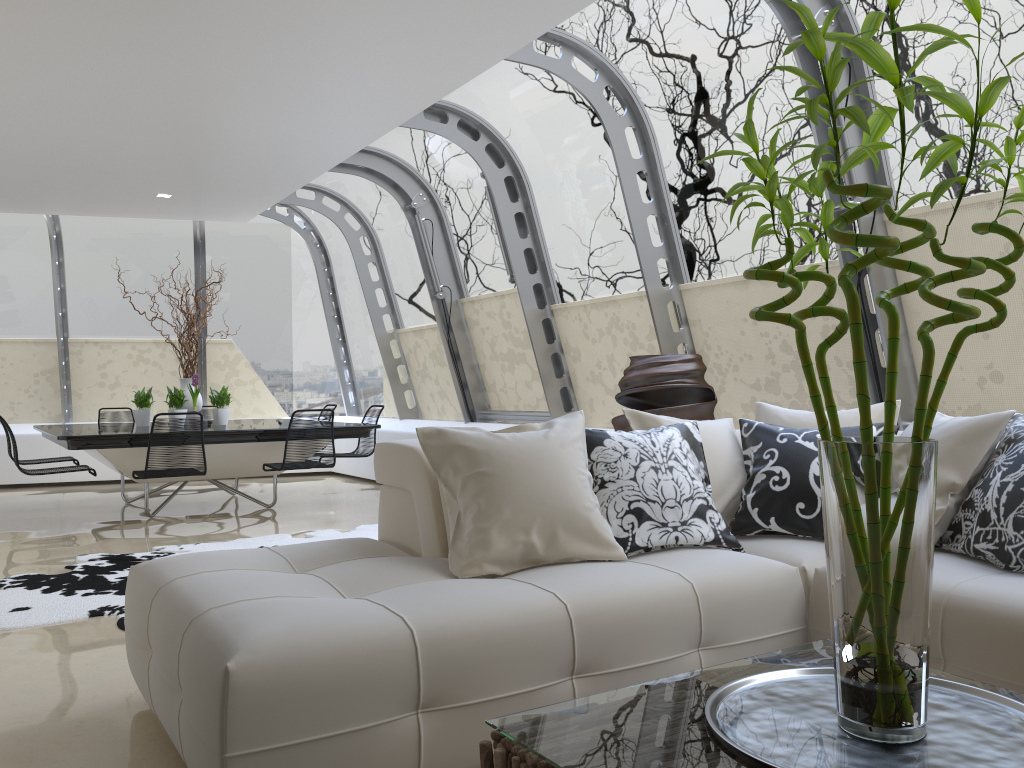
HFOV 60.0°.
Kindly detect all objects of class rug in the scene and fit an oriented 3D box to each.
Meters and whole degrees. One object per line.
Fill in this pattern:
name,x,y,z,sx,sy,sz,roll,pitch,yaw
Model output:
rug,-1.414,1.092,5.195,3.220,0.008,2.705,-1,0,-32

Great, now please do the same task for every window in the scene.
window,-5.593,-0.292,3.382,16.693,3.674,16.171,-1,0,-25

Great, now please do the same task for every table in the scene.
table,0.587,0.829,1.533,1.007,0.448,0.923,-1,0,-31
table,-2.944,0.761,8.242,2.494,0.759,3.031,-1,0,-32

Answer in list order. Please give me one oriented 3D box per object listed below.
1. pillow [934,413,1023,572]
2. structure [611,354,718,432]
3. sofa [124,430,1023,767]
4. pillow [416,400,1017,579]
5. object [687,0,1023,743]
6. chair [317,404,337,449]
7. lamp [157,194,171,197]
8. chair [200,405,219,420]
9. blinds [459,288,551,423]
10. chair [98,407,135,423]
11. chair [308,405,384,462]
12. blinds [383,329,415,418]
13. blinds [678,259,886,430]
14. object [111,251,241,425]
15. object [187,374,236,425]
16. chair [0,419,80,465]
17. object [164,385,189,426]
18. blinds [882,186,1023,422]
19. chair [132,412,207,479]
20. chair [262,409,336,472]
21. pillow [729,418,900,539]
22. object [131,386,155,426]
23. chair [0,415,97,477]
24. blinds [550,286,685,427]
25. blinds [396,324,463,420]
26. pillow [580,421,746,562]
pillow,1.622,0.334,2.750,0.382,0.467,0.608,-1,0,-12
structure,0.892,0.457,5.145,0.674,1.258,0.672,-1,-1,35
sofa,1.113,0.606,2.151,3.257,0.866,4.169,-1,0,-32
pillow,1.453,0.324,2.764,3.322,0.530,1.656,-1,0,29
object,0.671,-0.156,1.625,0.673,1.546,0.584,-1,0,7
chair,-2.242,0.483,9.487,0.688,0.519,0.446,-1,0,-32
lamp,-4.807,-1.783,1.626,9.775,0.004,9.928,-1,0,-31
chair,-3.332,0.501,9.809,0.446,0.519,0.688,-1,0,-32
blinds,0.005,-0.218,8.043,0.387,1.214,1.376,-1,0,-32
chair,-4.122,0.509,9.325,0.446,0.519,0.688,-1,0,-32
chair,-1.575,0.465,8.399,0.688,0.519,0.446,-1,0,-32
blinds,-1.528,0.449,10.920,0.663,2.118,1.829,-1,0,-32
blinds,1.638,-0.167,5.434,0.329,1.027,1.430,-1,0,-32
object,-3.135,-0.391,8.194,1.031,1.549,1.135,-1,-1,-39
object,-2.770,0.144,8.195,0.417,0.476,0.238,-1,0,-3
chair,-4.387,0.505,8.172,0.688,0.519,0.446,-1,0,-32
object,-2.991,0.196,7.903,0.215,0.369,0.284,-1,0,2
blinds,2.411,-0.282,4.116,0.387,1.214,1.376,-1,0,-32
chair,-2.549,0.467,6.620,0.446,0.519,0.688,-1,0,-32
chair,-1.698,0.458,7.141,0.446,0.519,0.688,-1,0,-32
pillow,1.111,0.375,3.310,0.599,0.483,0.405,-1,0,27
object,-3.393,0.204,8.163,0.215,0.369,0.284,-1,0,7
chair,-3.720,0.487,7.084,0.688,0.519,0.446,-1,0,-32
blinds,0.834,-0.146,6.747,0.329,1.027,1.430,-1,0,-32
blinds,-0.775,-0.103,9.372,0.329,1.027,1.430,-1,0,-32
pillow,0.472,0.372,3.147,0.604,0.471,0.394,-1,0,-16
